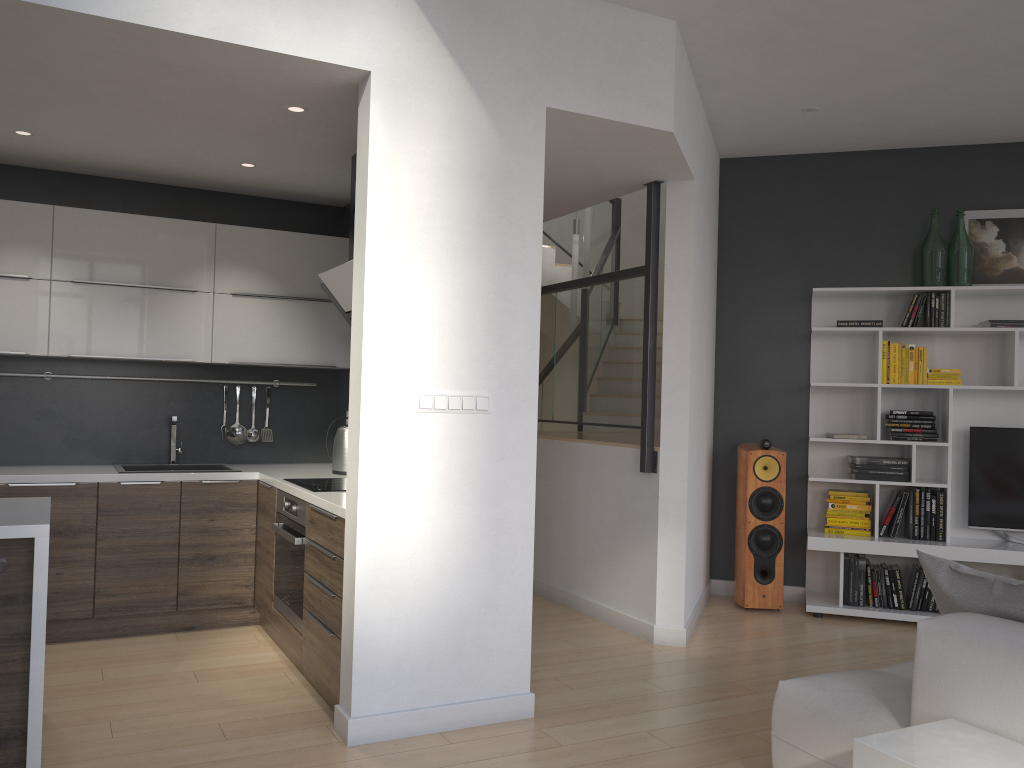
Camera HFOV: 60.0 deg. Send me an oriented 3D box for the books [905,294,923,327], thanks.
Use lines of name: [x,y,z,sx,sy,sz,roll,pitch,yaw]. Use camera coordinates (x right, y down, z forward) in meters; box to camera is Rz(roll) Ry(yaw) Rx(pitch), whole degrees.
books: [2.524,-0.448,5.580,0.087,0.214,0.171,1,-1,18]

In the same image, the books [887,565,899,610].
books: [2.349,1.254,5.478,0.066,0.242,0.177,1,-1,18]

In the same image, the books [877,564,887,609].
books: [2.292,1.252,5.493,0.050,0.242,0.169,1,-1,17]

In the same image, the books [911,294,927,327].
books: [2.547,-0.448,5.559,0.074,0.212,0.154,1,-1,17]

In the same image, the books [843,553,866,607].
books: [2.140,1.214,5.566,0.128,0.321,0.259,1,-1,18]

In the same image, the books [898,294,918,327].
books: [2.491,-0.449,5.584,0.096,0.213,0.166,1,-1,16]

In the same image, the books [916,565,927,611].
books: [2.510,1.251,5.449,0.075,0.254,0.192,1,-1,17]

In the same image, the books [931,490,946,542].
books: [2.647,0.815,5.507,0.051,0.297,0.230,1,-1,18]

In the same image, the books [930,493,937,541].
books: [2.608,0.825,5.517,0.028,0.272,0.200,1,-1,18]

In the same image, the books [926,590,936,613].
books: [2.570,1.255,5.427,0.084,0.249,0.191,1,-1,18]

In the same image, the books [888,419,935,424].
books: [2.501,0.235,5.567,0.264,0.020,0.189,1,-1,21]

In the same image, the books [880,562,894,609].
books: [2.323,1.247,5.495,0.066,0.255,0.193,1,-1,17]

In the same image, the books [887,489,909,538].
books: [2.424,0.813,5.573,0.100,0.289,0.210,1,-1,17]

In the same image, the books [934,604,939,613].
books: [2.603,1.251,5.418,0.066,0.260,0.197,1,-1,18]

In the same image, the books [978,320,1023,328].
books: [3.041,-0.355,5.410,0.310,0.047,0.250,1,-1,13]

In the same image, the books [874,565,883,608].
books: [2.273,1.255,5.507,0.049,0.236,0.170,1,-1,18]

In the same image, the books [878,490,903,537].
books: [2.380,0.815,5.606,0.142,0.284,0.232,1,-1,18]

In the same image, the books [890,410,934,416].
books: [2.506,0.181,5.559,0.246,0.026,0.180,1,-1,25]

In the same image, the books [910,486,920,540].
books: [2.519,0.804,5.550,0.034,0.314,0.237,1,-1,18]

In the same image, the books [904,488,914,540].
books: [2.487,0.811,5.555,0.028,0.301,0.213,1,-1,18]

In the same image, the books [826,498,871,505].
books: [2.161,0.750,5.691,0.238,0.023,0.167,1,-1,33]

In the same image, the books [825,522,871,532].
books: [2.146,0.910,5.673,0.269,0.025,0.213,1,-1,21]

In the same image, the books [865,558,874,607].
books: [2.224,1.238,5.534,0.053,0.268,0.202,1,-1,17]

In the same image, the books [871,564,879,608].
books: [2.252,1.254,5.520,0.053,0.240,0.189,1,-1,18]

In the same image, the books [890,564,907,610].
books: [2.383,1.250,5.471,0.083,0.249,0.191,1,-1,18]

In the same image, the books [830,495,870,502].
books: [2.169,0.726,5.685,0.234,0.024,0.171,1,-1,22]

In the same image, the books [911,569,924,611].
books: [2.479,1.257,5.432,0.069,0.242,0.172,1,-1,19]

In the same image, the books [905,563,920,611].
books: [2.467,1.248,5.466,0.066,0.260,0.197,1,-1,18]

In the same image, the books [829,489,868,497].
books: [2.167,0.702,5.711,0.234,0.024,0.171,1,-1,22]

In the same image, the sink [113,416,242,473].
sink: [-1.878,0.442,4.967,0.626,0.518,0.512,2,-1,-27]

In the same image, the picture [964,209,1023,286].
picture: [3.451,-0.918,5.436,1.279,0.707,0.076,1,-1,18]

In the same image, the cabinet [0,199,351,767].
cabinet: [-2.662,0.026,3.560,4.694,2.501,2.402,2,-1,-27]

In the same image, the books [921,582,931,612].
books: [2.531,1.256,5.428,0.071,0.243,0.179,1,-1,17]

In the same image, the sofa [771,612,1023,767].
sofa: [2.766,1.034,1.955,2.614,0.732,3.424,2,-1,-27]

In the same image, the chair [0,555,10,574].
chair: [-1.767,0.863,2.616,0.475,0.838,0.434,2,-1,-29]

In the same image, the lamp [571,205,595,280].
lamp: [0.647,-3.740,8.074,0.359,6.725,0.359,2,-1,-36]

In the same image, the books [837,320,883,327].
books: [2.216,-0.373,5.654,0.268,0.046,0.208,1,-1,21]

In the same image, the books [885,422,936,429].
books: [2.500,0.260,5.563,0.284,0.030,0.214,1,-1,26]

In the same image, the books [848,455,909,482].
books: [2.324,0.536,5.639,0.343,0.137,0.277,1,-1,18]

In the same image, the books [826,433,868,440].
books: [2.140,0.333,5.670,0.209,0.030,0.266,1,-1,11]

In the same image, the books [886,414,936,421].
books: [2.513,0.210,5.585,0.284,0.030,0.214,1,-1,26]

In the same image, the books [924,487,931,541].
books: [2.579,0.805,5.534,0.034,0.315,0.239,1,-1,18]

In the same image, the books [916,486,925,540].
books: [2.551,0.798,5.544,0.026,0.326,0.237,1,-1,18]
